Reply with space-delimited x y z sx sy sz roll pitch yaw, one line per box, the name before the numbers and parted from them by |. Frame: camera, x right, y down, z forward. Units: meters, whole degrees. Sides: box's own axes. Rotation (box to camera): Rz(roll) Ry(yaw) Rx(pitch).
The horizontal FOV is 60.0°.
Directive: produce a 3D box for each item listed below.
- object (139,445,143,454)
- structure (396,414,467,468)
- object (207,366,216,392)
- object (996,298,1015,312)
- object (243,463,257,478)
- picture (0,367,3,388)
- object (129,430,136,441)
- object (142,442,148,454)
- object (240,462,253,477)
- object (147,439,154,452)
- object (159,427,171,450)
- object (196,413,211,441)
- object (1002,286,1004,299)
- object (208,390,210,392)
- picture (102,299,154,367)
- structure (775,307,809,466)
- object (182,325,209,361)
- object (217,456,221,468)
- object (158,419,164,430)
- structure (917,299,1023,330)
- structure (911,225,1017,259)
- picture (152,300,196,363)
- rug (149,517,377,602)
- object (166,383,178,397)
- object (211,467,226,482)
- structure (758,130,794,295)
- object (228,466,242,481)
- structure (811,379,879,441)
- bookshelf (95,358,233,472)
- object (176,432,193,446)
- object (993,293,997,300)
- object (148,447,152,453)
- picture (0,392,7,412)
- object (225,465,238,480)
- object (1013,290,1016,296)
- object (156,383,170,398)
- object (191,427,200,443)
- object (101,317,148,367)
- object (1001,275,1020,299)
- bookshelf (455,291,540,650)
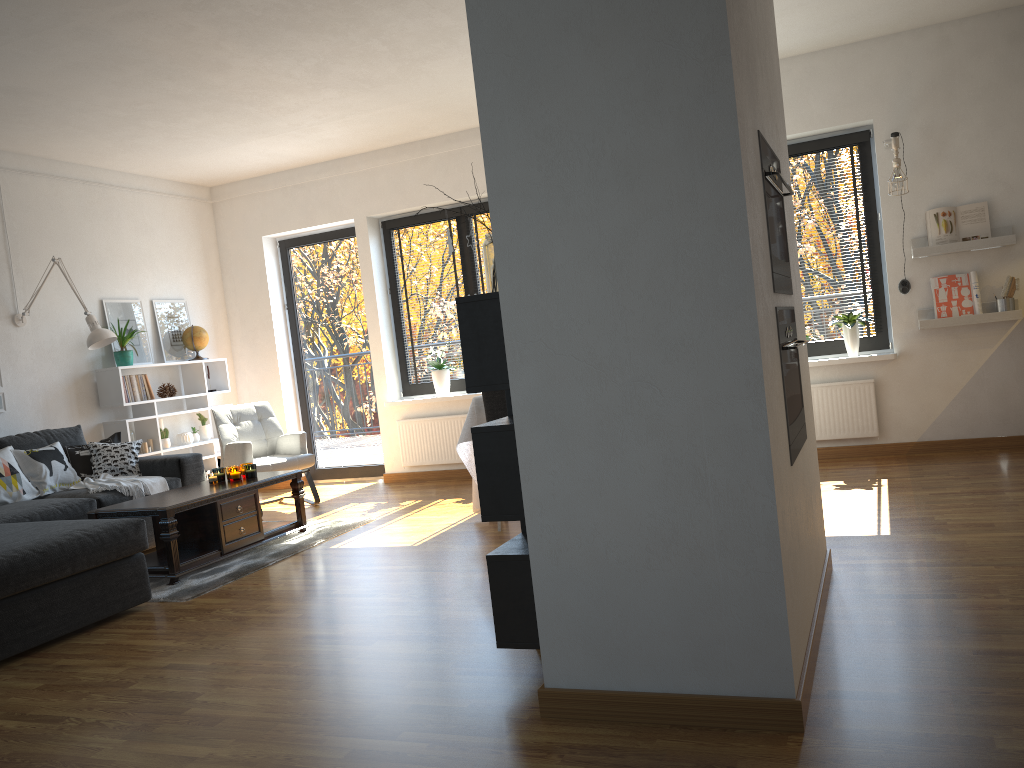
object | -2.885 0.483 6.880 0.062 0.108 0.062 -5 3 23
structure | -0.276 0.467 7.231 1.458 0.460 0.078 -6 3 21
object | -2.617 -0.045 7.669 0.066 0.230 0.075 -6 3 3
object | 3.164 -0.485 5.682 0.103 0.124 0.103 -6 3 20
object | -1.612 0.537 5.471 0.079 0.081 0.079 -6 3 18
picture | -3.486 -0.088 5.905 0.021 0.248 0.166 -5 3 23
object | -2.936 0.447 6.789 0.108 0.198 0.108 -5 4 34
object | -2.881 0.498 6.799 0.176 0.084 0.078 -7 3 -9
object | -1.662 0.539 5.562 0.079 0.081 0.079 -6 3 18
object | -2.810 0.478 6.892 0.039 0.099 0.039 -6 3 19
object | -2.749 0.429 7.001 0.087 0.173 0.088 -4 4 39
object | -2.603 0.361 7.504 0.098 0.236 0.097 -6 3 10
object | 3.150 -0.525 5.677 0.007 0.201 0.020 -4 4 44
object | -2.657 -0.029 7.544 0.066 0.217 0.134 -4 4 38
picture | -3.029 -0.403 7.003 0.059 0.533 0.389 -5 3 23
structure | 0.909 -0.017 2.814 0.052 0.462 0.585 -5 3 23
object | -2.682 -0.349 7.529 0.216 0.305 0.216 -4 4 40
object | -2.520 0.744 7.635 0.118 0.247 0.126 -5 3 30
object | -2.829 0.400 7.151 0.051 0.238 0.051 -4 4 40
structure | 2.968 -0.452 5.767 0.595 0.129 0.147 -6 3 23
structure | 2.914 -0.922 5.741 0.594 0.129 0.147 -6 3 23
picture | -2.836 -0.444 7.472 0.059 0.533 0.389 -5 3 23
rug | -1.717 1.011 5.291 1.052 0.034 1.811 -6 2 22
object | -2.779 0.048 7.218 0.096 0.125 0.101 -4 4 38
object | -1.806 0.560 5.466 0.079 0.081 0.079 -6 3 18
structure | 0.851 -0.516 2.787 0.052 0.462 0.585 -5 3 23
object | -1.691 0.548 5.417 0.079 0.081 0.079 -6 3 18
structure | 1.830 0.258 6.343 1.458 0.460 0.078 -6 3 24
bookshelf | -2.740 0.429 7.214 0.237 1.201 1.188 -5 3 23
object | -2.684 0.449 7.271 0.134 0.098 0.132 -7 3 -7
object | 3.136 -0.509 5.700 0.089 0.159 0.007 -8 3 -17
object | -2.807 0.508 6.848 0.040 0.044 0.040 -9 4 -41
picture | -3.588 0.155 5.608 0.021 0.136 0.836 -5 3 23
object | -1.734 0.550 5.494 0.079 0.081 0.079 -6 3 18
object | 3.197 -0.535 5.685 0.098 0.193 0.008 -4 4 45
object | -2.812 0.054 7.145 0.102 0.127 0.094 -8 3 -22
object | -2.648 0.419 7.403 0.072 0.137 0.072 -6 3 3
object | -2.987 -0.318 6.809 0.387 0.372 0.424 -6 3 9
object | 3.168 -0.559 5.638 0.119 0.267 0.059 -6 3 14
bookshelf | 0.229 0.273 3.239 0.237 1.201 1.188 -5 3 23
